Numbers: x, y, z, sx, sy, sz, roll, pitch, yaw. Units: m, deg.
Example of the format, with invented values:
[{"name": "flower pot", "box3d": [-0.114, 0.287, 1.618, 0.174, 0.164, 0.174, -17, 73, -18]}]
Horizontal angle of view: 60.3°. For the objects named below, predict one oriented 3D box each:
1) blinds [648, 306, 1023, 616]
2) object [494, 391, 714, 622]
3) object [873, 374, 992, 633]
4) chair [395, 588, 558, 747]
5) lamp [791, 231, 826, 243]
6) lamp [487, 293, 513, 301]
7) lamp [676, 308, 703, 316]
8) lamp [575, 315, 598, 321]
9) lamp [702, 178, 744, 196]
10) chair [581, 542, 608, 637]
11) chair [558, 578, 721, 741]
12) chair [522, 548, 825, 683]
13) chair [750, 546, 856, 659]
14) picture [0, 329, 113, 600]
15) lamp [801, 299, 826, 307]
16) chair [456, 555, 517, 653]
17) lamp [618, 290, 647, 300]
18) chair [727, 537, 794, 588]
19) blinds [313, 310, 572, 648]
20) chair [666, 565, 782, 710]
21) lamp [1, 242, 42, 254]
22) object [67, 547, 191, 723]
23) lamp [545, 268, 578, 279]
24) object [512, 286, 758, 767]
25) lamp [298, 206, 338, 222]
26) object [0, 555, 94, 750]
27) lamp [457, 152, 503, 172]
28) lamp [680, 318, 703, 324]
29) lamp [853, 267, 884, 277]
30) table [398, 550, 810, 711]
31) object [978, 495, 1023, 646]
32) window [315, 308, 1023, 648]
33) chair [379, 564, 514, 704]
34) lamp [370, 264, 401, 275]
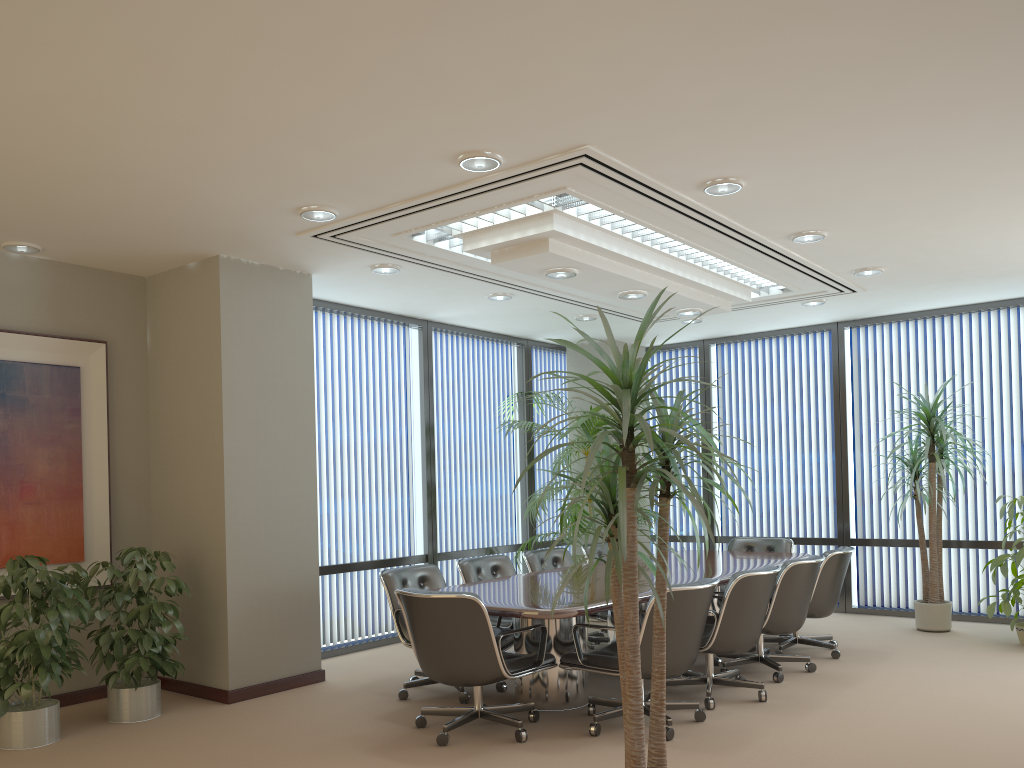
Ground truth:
[{"name": "blinds", "box3d": [3.234, 0.903, 9.495, 4.946, 2.901, 0.050, -5, -3, 38]}, {"name": "object", "box3d": [0.838, 1.225, 9.293, 2.166, 2.472, 2.097, 0, -4, -31]}, {"name": "object", "box3d": [3.832, 1.098, 8.023, 1.018, 2.308, 1.033, -2, -1, 13]}, {"name": "chair", "box3d": [-0.217, 1.592, 5.125, 0.761, 0.856, 0.854, -4, -4, 38]}, {"name": "lamp", "box3d": [1.981, -0.976, 5.890, 0.225, 0.035, 0.226, 2, -7, -28]}, {"name": "lamp", "box3d": [-0.103, -0.736, 7.522, 0.225, 0.035, 0.226, 2, -7, -28]}, {"name": "lamp", "box3d": [1.497, -0.599, 7.440, 0.225, 0.035, 0.226, 2, -7, -28]}, {"name": "lamp", "box3d": [0.721, -0.637, 8.575, 0.225, 0.035, 0.226, 2, -7, -28]}, {"name": "lamp", "box3d": [1.157, -1.075, 4.838, 0.225, 0.035, 0.226, -5, -7, 27]}, {"name": "chair", "box3d": [1.107, 1.906, 8.176, 0.855, 0.856, 0.759, -5, -4, 43]}, {"name": "chair", "box3d": [0.768, 1.571, 5.168, 0.860, 0.856, 0.754, -5, -4, 42]}, {"name": "chair", "box3d": [1.210, 1.771, 7.018, 2.536, 0.855, 0.759, -6, -5, 38]}, {"name": "chair", "box3d": [2.345, 1.760, 7.176, 0.854, 0.857, 0.736, -4, -4, 33]}, {"name": "picture", "box3d": [-3.263, 0.522, 5.749, 0.058, 1.742, 1.297, -2, -2, 38]}, {"name": "lamp", "box3d": [2.776, -0.742, 8.118, 0.225, 0.035, 0.226, -5, -7, 27]}, {"name": "chair", "box3d": [0.028, 1.784, 6.866, 0.855, 0.856, 0.760, -4, -4, 38]}, {"name": "lamp", "box3d": [0.915, -0.669, 6.696, 0.225, 0.035, 0.226, 2, -7, -28]}, {"name": "chair", "box3d": [2.231, 1.886, 8.252, 0.761, 0.856, 0.854, -4, -4, 38]}, {"name": "blinds", "box3d": [-0.492, 0.949, 9.061, 0.032, 2.899, 4.905, -2, -4, 38]}, {"name": "chair", "box3d": [1.346, 1.633, 5.834, 0.855, 0.856, 0.760, -4, -4, 38]}, {"name": "lamp", "box3d": [-3.150, -0.870, 5.667, 0.225, 0.035, 0.226, 4, -8, -41]}, {"name": "object", "box3d": [-2.465, 1.599, 5.705, 0.735, 1.091, 0.801, -1, -3, -20]}, {"name": "lamp", "box3d": [0.332, -0.739, 5.952, 0.225, 0.035, 0.226, 3, -8, -34]}, {"name": "object", "box3d": [0.420, 0.645, 2.921, 0.806, 1.828, 0.818, -2, -1, 13]}, {"name": "lamp", "box3d": [-1.126, -0.984, 5.127, 0.225, 0.035, 0.226, 3, -8, -34]}, {"name": "object", "box3d": [-2.805, 1.547, 5.165, 0.799, 1.091, 0.738, -2, -3, 20]}, {"name": "lamp", "box3d": [-0.158, -1.095, 4.369, 0.226, 0.035, 0.225, -7, -8, 41]}, {"name": "lamp", "box3d": [1.808, -0.631, 8.876, 0.225, 0.035, 0.226, 4, -8, -41]}, {"name": "lamp", "box3d": [2.805, -0.877, 6.943, 0.225, 0.035, 0.226, 2, -7, -28]}, {"name": "table", "box3d": [0.976, 1.794, 6.698, 1.512, 0.747, 4.078, -6, -8, 38]}, {"name": "object", "box3d": [4.375, 1.566, 7.225, 0.980, 1.310, 0.859, -2, -2, 9]}, {"name": "window", "box3d": [1.396, 0.937, 9.312, 7.369, 2.906, 3.550, -1, -4, -7]}, {"name": "chair", "box3d": [-0.465, 1.717, 6.171, 0.854, 0.857, 0.760, -4, -4, 33]}, {"name": "lamp", "box3d": [-0.927, -0.835, 6.469, 0.225, 0.035, 0.226, 3, -8, -34]}]
